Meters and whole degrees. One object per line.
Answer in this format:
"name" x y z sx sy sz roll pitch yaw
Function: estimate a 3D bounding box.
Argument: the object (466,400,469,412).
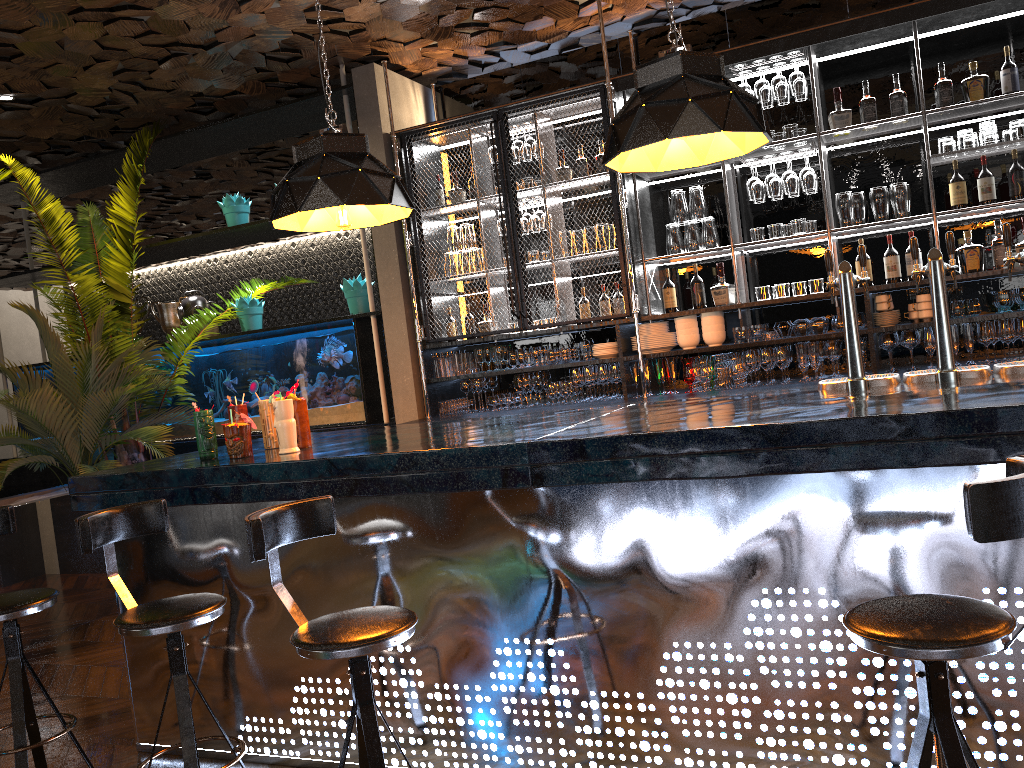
"object" -0.327 0.161 6.429 0.034 0.080 0.034 -6 2 23

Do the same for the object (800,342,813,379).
"object" 1.837 -0.149 5.558 0.071 0.226 0.071 -7 2 -4

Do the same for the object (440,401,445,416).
"object" -0.489 0.176 6.282 0.033 0.101 0.033 -9 3 -42

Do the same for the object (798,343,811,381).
"object" 1.774 -0.136 5.399 0.071 0.226 0.071 -7 2 -4

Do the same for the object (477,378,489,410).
"object" -0.222 0.072 6.428 0.091 0.227 0.091 -6 2 28

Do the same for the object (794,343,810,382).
"object" 1.742 -0.129 5.321 0.071 0.226 0.071 -7 2 -4

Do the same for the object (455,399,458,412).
"object" -0.405 0.159 6.475 0.033 0.101 0.033 -7 2 8

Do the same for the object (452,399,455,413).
"object" -0.422 0.162 6.436 0.033 0.101 0.033 -6 2 29

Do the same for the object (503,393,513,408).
"object" -0.037 0.116 6.311 0.093 0.101 0.093 -7 2 10

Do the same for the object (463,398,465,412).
"object" -0.354 0.153 6.489 0.031 0.098 0.031 -8 2 -19

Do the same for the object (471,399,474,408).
"object" -0.291 0.153 6.511 0.034 0.080 0.034 -6 2 34

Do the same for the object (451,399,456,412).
"object" -0.428 0.161 6.510 0.028 0.097 0.028 -7 2 -2

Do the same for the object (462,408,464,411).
"object" -0.369 0.152 6.547 0.033 0.101 0.033 -7 2 -11

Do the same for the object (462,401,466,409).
"object" -0.342 0.164 6.391 0.034 0.080 0.034 -7 2 7

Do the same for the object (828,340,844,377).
"object" 1.953 -0.151 5.335 0.092 0.218 0.092 -7 2 -15

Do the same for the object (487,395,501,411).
"object" -0.123 0.133 6.120 0.093 0.101 0.093 -7 2 -8

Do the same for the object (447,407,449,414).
"object" -0.473 0.170 6.415 0.028 0.097 0.028 -6 2 21

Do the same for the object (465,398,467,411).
"object" -0.341 0.150 6.522 0.031 0.098 0.031 -6 2 29

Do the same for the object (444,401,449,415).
"object" -0.469 0.172 6.323 0.033 0.101 0.033 -7 2 5

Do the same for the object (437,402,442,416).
"object" -0.514 0.178 6.324 0.028 0.097 0.028 -6 2 14

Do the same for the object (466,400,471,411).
"object" -0.311 0.157 6.470 0.034 0.080 0.034 -6 2 33

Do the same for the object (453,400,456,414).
"object" -0.411 0.164 6.352 0.031 0.098 0.031 -7 2 -15

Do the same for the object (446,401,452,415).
"object" -0.445 0.170 6.282 0.031 0.098 0.031 -8 2 -27

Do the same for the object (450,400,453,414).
"object" -0.437 0.165 6.397 0.033 0.101 0.033 -7 2 5

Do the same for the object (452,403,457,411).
"object" -0.399 0.175 6.266 0.034 0.080 0.034 -7 2 -11

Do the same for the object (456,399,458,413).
"object" -0.399 0.162 6.384 0.031 0.098 0.031 -8 2 -21

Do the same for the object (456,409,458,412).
"object" -0.417 0.159 6.537 0.028 0.097 0.028 -6 2 29

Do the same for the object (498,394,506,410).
"object" -0.080 0.124 6.216 0.093 0.101 0.093 -7 2 -15

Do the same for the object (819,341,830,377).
"object" 1.923 -0.153 5.494 0.092 0.218 0.092 -7 2 -15

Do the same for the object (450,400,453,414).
"object" -0.431 0.168 6.317 0.031 0.098 0.031 -7 2 -2

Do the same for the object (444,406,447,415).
"object" -0.486 0.172 6.385 0.028 0.097 0.028 -9 3 -41

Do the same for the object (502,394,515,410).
"object" -0.023 0.122 6.076 0.093 0.101 0.093 -7 2 -13

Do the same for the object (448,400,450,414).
"object" -0.455 0.169 6.358 0.033 0.101 0.033 -6 2 15

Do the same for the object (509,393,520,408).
"object" 0.014 0.114 6.175 0.093 0.101 0.093 -5 3 45

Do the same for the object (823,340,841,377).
"object" 1.980 -0.159 5.469 0.092 0.218 0.092 -7 2 -15

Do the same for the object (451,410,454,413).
"object" -0.444 0.164 6.478 0.028 0.097 0.028 -8 2 -31

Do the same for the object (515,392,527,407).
"object" 0.059 0.106 6.266 0.093 0.101 0.093 -5 2 39

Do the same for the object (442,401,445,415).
"object" -0.499 0.175 6.354 0.028 0.097 0.028 -7 2 -16

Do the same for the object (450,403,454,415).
"object" -0.416 0.178 6.226 0.034 0.080 0.034 -5 2 37

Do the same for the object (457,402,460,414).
"object" -0.380 0.171 6.311 0.034 0.080 0.034 -7 2 -9

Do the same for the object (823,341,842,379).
"object" 1.895 -0.141 5.243 0.092 0.218 0.092 -7 2 -15

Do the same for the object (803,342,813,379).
"object" 1.815 -0.144 5.482 0.071 0.226 0.071 -7 2 -4

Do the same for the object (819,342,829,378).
"object" 1.874 -0.144 5.398 0.092 0.218 0.092 -7 2 -15

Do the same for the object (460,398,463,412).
"object" -0.367 0.155 6.453 0.031 0.098 0.031 -8 2 -34

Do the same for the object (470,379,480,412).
"object" -0.269 0.081 6.303 0.091 0.227 0.091 -8 2 -27

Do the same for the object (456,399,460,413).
"object" -0.382 0.158 6.421 0.031 0.098 0.031 -9 3 -44

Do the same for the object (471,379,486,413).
"object" -0.230 0.081 6.165 0.091 0.227 0.091 -9 3 -43

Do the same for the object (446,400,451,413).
"object" -0.460 0.167 6.450 0.028 0.097 0.028 -9 3 -41

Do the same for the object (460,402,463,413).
"object" -0.365 0.168 6.348 0.034 0.080 0.034 -6 2 33

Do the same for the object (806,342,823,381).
"object" 1.792 -0.133 5.255 0.071 0.226 0.071 -7 2 -4

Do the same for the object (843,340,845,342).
"object" 2.011 -0.155 5.251 0.071 0.217 0.071 -6 2 32

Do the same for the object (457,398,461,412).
"object" -0.385 0.155 6.514 0.033 0.101 0.033 -8 2 -36
